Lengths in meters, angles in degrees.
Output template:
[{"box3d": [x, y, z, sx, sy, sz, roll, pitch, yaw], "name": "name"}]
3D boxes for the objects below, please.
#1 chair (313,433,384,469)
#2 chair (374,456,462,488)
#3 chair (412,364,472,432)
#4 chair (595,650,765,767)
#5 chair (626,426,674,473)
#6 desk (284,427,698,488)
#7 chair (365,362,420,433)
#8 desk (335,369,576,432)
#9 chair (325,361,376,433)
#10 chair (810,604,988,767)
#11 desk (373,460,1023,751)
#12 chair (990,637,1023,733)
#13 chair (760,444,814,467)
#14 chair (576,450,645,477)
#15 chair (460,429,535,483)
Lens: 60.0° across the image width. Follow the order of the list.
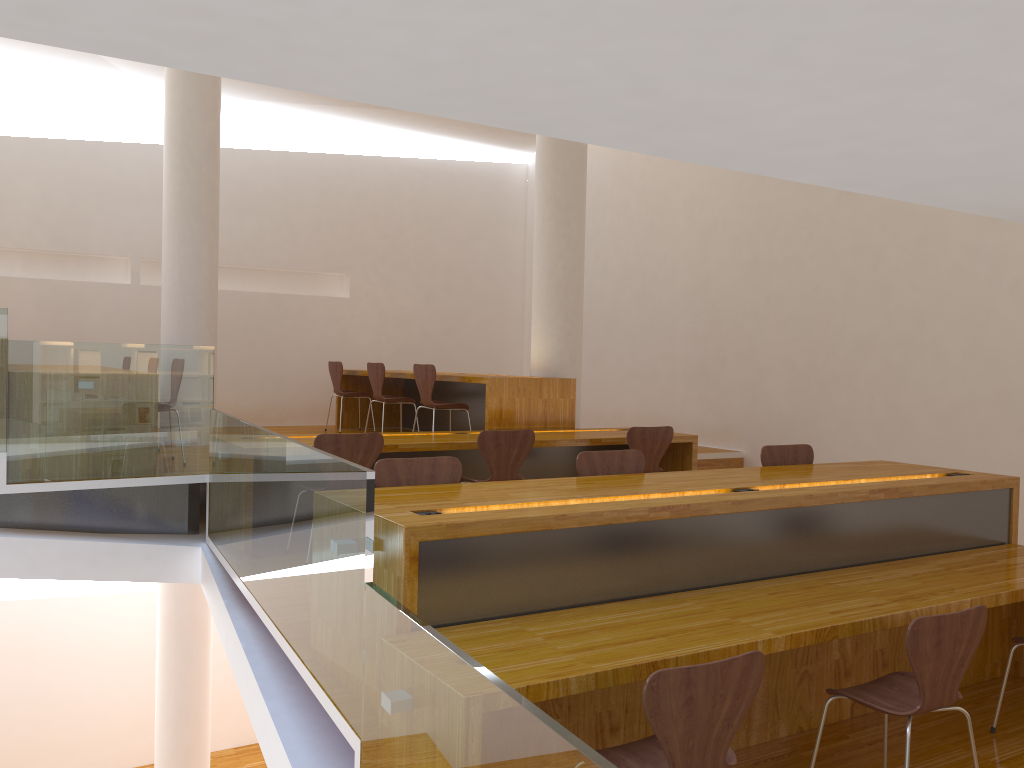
[{"box3d": [-0.954, 0.601, 4.860, 0.428, 0.693, 0.381, 1, 2, -31], "name": "chair"}, {"box3d": [-0.299, 0.649, 3.448, 0.428, 0.693, 0.381, 1, 2, -31], "name": "chair"}, {"box3d": [-0.539, 0.195, 6.883, 0.381, 0.693, 0.428, 1, 2, -31], "name": "chair"}, {"box3d": [0.383, 1.007, 2.303, 0.428, 0.693, 0.381, 1, 2, -31], "name": "chair"}, {"box3d": [0.819, 0.618, 5.968, 0.428, 0.693, 0.381, 1, 2, -31], "name": "chair"}, {"box3d": [-0.235, 0.643, 5.861, 3.185, 0.606, 0.760, 1, 2, -31], "name": "desk"}, {"box3d": [-1.038, 0.164, 7.715, 0.381, 0.693, 0.428, 1, 2, -31], "name": "chair"}, {"box3d": [-0.661, 0.207, 7.914, 0.760, 0.606, 3.185, 1, 2, -31], "name": "desk"}, {"box3d": [-1.580, 0.128, 8.694, 0.381, 0.693, 0.428, 1, 2, -31], "name": "chair"}, {"box3d": [1.216, 1.016, 2.803, 0.428, 0.693, 0.381, 1, 2, -31], "name": "chair"}, {"box3d": [0.958, 0.883, 3.497, 3.236, 0.918, 1.285, 1, 2, -31], "name": "desk"}, {"box3d": [2.156, 1.025, 3.411, 0.428, 0.693, 0.381, 1, 2, -31], "name": "chair"}, {"box3d": [1.513, 0.669, 4.489, 0.428, 0.693, 0.381, 1, 2, -31], "name": "chair"}, {"box3d": [0.534, 0.658, 3.947, 0.428, 0.693, 0.381, 1, 2, -31], "name": "chair"}, {"box3d": [-0.121, 0.610, 5.360, 0.428, 0.693, 0.381, 1, 2, -31], "name": "chair"}]
